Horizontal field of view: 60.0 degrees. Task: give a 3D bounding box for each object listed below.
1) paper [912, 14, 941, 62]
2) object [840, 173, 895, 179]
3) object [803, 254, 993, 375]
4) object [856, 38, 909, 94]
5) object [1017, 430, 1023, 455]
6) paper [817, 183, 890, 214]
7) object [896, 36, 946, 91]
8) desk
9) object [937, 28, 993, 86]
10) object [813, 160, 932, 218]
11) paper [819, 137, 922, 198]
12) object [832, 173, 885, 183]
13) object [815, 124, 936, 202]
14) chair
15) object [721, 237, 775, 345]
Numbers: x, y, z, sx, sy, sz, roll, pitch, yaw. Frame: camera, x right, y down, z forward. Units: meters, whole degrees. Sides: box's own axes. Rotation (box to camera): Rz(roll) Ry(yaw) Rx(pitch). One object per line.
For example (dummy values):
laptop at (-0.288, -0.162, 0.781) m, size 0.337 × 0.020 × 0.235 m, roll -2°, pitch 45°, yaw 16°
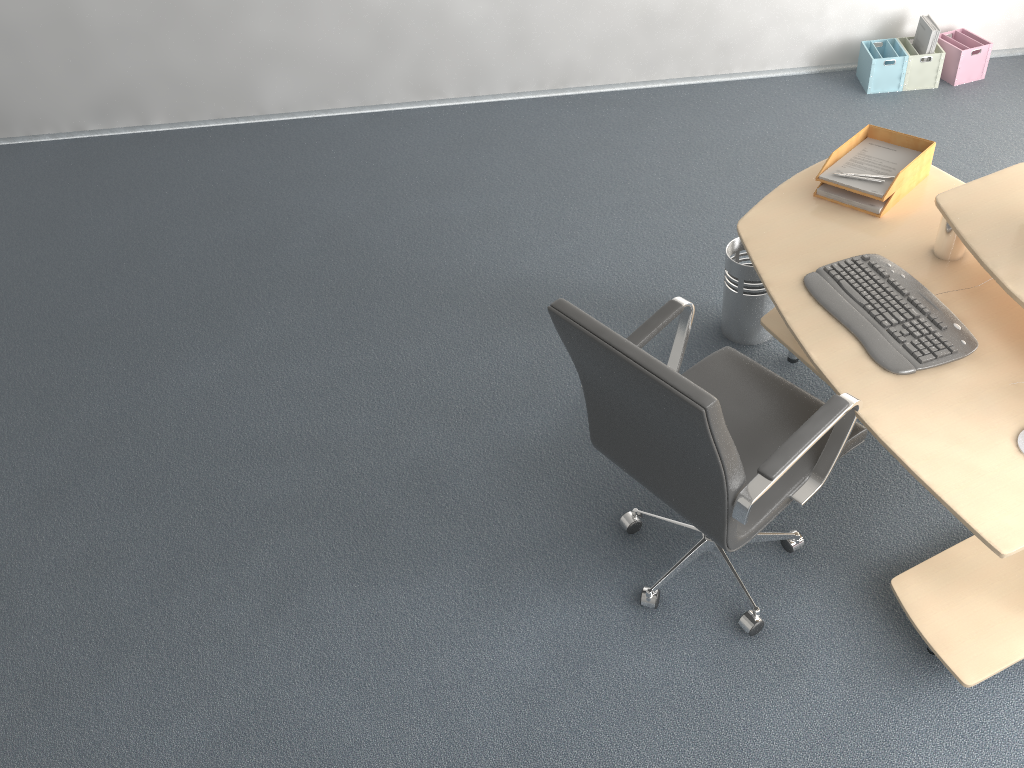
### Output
paper at (2.204, -1.790, 4.763) m, size 0.068 × 0.306 × 0.220 m, roll -3°, pitch 42°, yaw 6°
object at (1.091, -0.641, 2.727) m, size 0.159 × 0.009 × 0.008 m, roll 10°, pitch 45°, yaw 20°
object at (1.257, -0.254, 2.410) m, size 0.814 × 0.082 × 0.478 m, roll -16°, pitch 43°, yaw -8°
object at (2.013, -1.728, 4.832) m, size 0.185 × 0.202 × 0.245 m, roll -3°, pitch 42°, yaw 6°
object at (1.194, 0.132, 1.961) m, size 0.132 × 0.026 × 0.132 m, roll -21°, pitch 44°, yaw -13°
paper at (1.141, -0.644, 2.812) m, size 0.210 × 0.019 × 0.297 m, roll 31°, pitch 55°, yaw 35°
object at (2.197, -1.738, 4.812) m, size 0.185 × 0.202 × 0.245 m, roll -3°, pitch 42°, yaw 6°
desk at (1.122, -0.288, 2.378) m, size 0.967 × 1.566 × 1.469 m, roll -21°, pitch 44°, yaw -14°
object at (2.422, -1.769, 4.809) m, size 0.185 × 0.202 × 0.245 m, roll -15°, pitch 43°, yaw -7°
object at (1.141, -0.654, 2.804) m, size 0.225 × 0.060 × 0.309 m, roll 31°, pitch 55°, yaw 35°
paper at (1.135, -0.682, 2.777) m, size 0.210 × 0.010 × 0.297 m, roll 31°, pitch 55°, yaw 35°
object at (1.062, -0.634, 2.724) m, size 0.159 × 0.009 × 0.008 m, roll 17°, pitch 48°, yaw 25°
object at (1.134, -0.695, 2.766) m, size 0.225 × 0.060 × 0.309 m, roll 31°, pitch 55°, yaw 35°
chair at (0.540, 0.161, 2.371) m, size 0.652 × 1.048 × 0.584 m, roll -31°, pitch 47°, yaw -23°
object at (0.912, -0.353, 3.382) m, size 0.208 × 0.377 × 0.208 m, roll 9°, pitch 45°, yaw 18°
